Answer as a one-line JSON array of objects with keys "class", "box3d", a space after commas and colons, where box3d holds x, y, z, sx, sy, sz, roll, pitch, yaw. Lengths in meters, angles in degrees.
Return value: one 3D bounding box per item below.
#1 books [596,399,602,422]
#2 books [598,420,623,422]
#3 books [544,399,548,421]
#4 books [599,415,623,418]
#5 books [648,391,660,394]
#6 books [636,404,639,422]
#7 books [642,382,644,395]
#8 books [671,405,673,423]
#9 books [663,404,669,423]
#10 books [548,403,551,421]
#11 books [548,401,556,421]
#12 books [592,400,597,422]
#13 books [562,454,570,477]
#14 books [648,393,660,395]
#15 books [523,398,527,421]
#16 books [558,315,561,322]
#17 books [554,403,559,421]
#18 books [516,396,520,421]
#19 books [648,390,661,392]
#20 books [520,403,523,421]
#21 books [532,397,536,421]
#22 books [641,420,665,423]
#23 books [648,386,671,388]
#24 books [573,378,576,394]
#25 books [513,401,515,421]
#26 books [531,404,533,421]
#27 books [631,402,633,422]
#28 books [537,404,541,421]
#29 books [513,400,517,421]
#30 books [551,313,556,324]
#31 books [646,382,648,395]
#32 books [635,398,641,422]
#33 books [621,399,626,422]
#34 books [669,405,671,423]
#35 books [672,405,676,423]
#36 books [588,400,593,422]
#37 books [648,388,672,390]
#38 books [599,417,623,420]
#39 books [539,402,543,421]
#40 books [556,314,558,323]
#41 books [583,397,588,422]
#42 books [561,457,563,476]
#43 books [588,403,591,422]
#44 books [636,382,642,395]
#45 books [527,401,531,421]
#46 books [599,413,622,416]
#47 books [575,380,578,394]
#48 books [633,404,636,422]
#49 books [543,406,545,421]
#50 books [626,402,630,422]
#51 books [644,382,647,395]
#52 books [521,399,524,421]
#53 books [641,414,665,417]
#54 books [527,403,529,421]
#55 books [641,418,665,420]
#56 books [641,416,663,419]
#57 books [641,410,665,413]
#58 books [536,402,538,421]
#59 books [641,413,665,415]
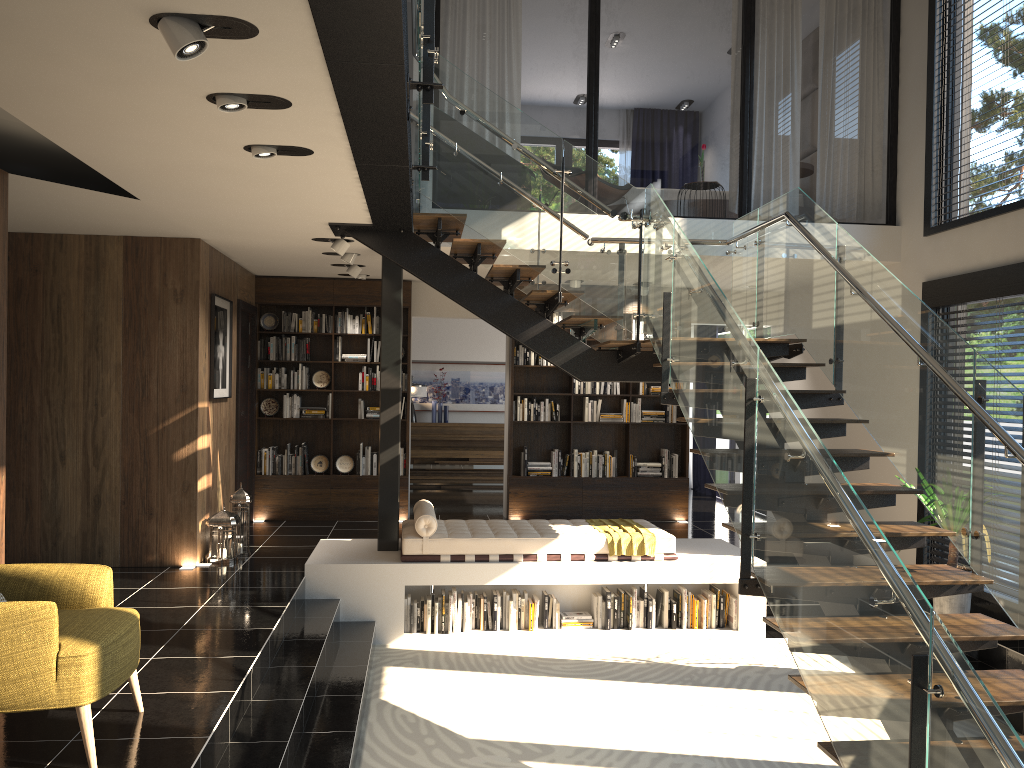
[{"class": "books", "box3d": [0.983, 0.304, 10.225, 0.067, 0.261, 0.159, 1, 0, -6]}, {"class": "books", "box3d": [1.126, 0.425, 10.241, 0.274, 0.025, 0.156, 1, 0, -9]}, {"class": "books", "box3d": [0.389, 0.298, 10.168, 0.029, 0.256, 0.167, 1, 0, -6]}, {"class": "books", "box3d": [1.128, 0.375, 10.235, 0.261, 0.024, 0.167, 1, 0, -9]}, {"class": "books", "box3d": [1.728, 0.100, 10.344, 0.272, 0.021, 0.156, 1, 0, -8]}, {"class": "books", "box3d": [1.429, 0.337, 10.248, 0.026, 0.209, 0.184, 1, 0, -6]}, {"class": "books", "box3d": [1.506, -0.002, 10.312, 0.023, 0.261, 0.146, 1, 0, -6]}, {"class": "books", "box3d": [1.836, 0.325, 10.316, 0.023, 0.246, 0.147, 1, 0, -6]}, {"class": "books", "box3d": [1.787, 0.326, 10.292, 0.030, 0.244, 0.176, 1, 0, -6]}, {"class": "books", "box3d": [0.415, 0.324, 10.196, 0.030, 0.205, 0.170, 1, 0, -6]}, {"class": "books", "box3d": [0.463, 0.309, 10.182, 0.070, 0.236, 0.206, 1, 0, -6]}, {"class": "books", "box3d": [0.935, 0.312, 10.188, 0.036, 0.244, 0.194, 1, 0, -6]}, {"class": "books", "box3d": [0.614, 0.934, 10.234, 0.075, 0.254, 0.181, 1, 0, -6]}, {"class": "books", "box3d": [1.728, 0.121, 10.343, 0.266, 0.021, 0.156, 1, 0, -9]}, {"class": "books", "box3d": [0.147, 0.293, 10.149, 0.029, 0.258, 0.181, 1, 0, -6]}, {"class": "books", "box3d": [0.535, -0.656, 10.179, 0.029, 0.272, 0.173, 1, 0, -6]}, {"class": "books", "box3d": [0.511, 0.323, 10.189, 0.028, 0.210, 0.169, 1, 0, -6]}, {"class": "books", "box3d": [0.068, 0.280, 10.141, 0.028, 0.282, 0.168, 1, 0, -6]}, {"class": "books", "box3d": [1.729, 0.079, 10.339, 0.259, 0.020, 0.167, 1, 0, -8]}, {"class": "books", "box3d": [0.095, 0.321, 10.142, 0.028, 0.199, 0.175, 1, 0, -6]}, {"class": "books", "box3d": [0.248, 0.288, 10.168, 0.029, 0.272, 0.152, 1, 0, -6]}, {"class": "books", "box3d": [1.620, 0.432, 10.281, 0.288, 0.026, 0.175, 1, 0, -2]}, {"class": "books", "box3d": [1.728, 0.039, 10.351, 0.246, 0.021, 0.148, 1, 0, -6]}, {"class": "books", "box3d": [0.703, -0.001, 10.207, 0.030, 0.228, 0.176, 1, 0, -6]}, {"class": "books", "box3d": [0.010, 0.306, 10.165, 0.025, 0.227, 0.156, 1, 0, -6]}, {"class": "books", "box3d": [0.222, 0.325, 10.162, 0.024, 0.197, 0.173, 1, 0, -6]}, {"class": "books", "box3d": [1.372, 0.324, 10.273, 0.025, 0.232, 0.156, 1, 0, -6]}, {"class": "books", "box3d": [0.299, 0.328, 10.181, 0.033, 0.193, 0.172, 1, 0, -6]}, {"class": "books", "box3d": [0.036, 0.301, 10.172, 0.028, 0.237, 0.134, 1, 0, -6]}, {"class": "books", "box3d": [0.472, -0.663, 10.161, 0.030, 0.284, 0.176, 1, 0, -6]}, {"class": "books", "box3d": [1.554, 0.008, 10.332, 0.025, 0.243, 0.119, 1, 1, -6]}, {"class": "books", "box3d": [1.457, 0.303, 10.261, 0.031, 0.277, 0.168, 1, 0, -6]}, {"class": "books", "box3d": [1.290, 0.309, 10.258, 0.026, 0.263, 0.156, 1, 0, -6]}, {"class": "books", "box3d": [1.813, 0.342, 10.305, 0.025, 0.212, 0.168, 1, 0, -6]}, {"class": "books", "box3d": [1.862, 0.323, 10.297, 0.026, 0.251, 0.178, 1, 0, -6]}, {"class": "books", "box3d": [0.900, 0.311, 10.209, 0.030, 0.245, 0.166, 1, 0, -6]}, {"class": "books", "box3d": [1.729, 0.059, 10.337, 0.260, 0.020, 0.167, 1, 0, -8]}, {"class": "books", "box3d": [1.127, 0.399, 10.239, 0.275, 0.025, 0.156, 1, 0, -10]}, {"class": "books", "box3d": [0.332, 0.314, 10.172, 0.030, 0.222, 0.190, 1, 0, -6]}, {"class": "books", "box3d": [0.503, -0.676, 10.175, 0.034, 0.311, 0.149, 1, 1, -6]}, {"class": "books", "box3d": [0.846, 0.291, 10.207, 0.030, 0.284, 0.176, 1, 0, -6]}, {"class": "books", "box3d": [0.563, 0.955, 10.245, 0.023, 0.212, 0.123, 1, 0, -6]}, {"class": "books", "box3d": [0.876, 0.324, 10.175, 0.023, 0.218, 0.196, 1, 0, -6]}, {"class": "books", "box3d": [1.482, 0.018, 10.312, 0.024, 0.219, 0.174, 1, 0, -6]}, {"class": "books", "box3d": [0.196, 0.309, 10.167, 0.028, 0.227, 0.136, 1, 0, -6]}, {"class": "books", "box3d": [1.127, 0.350, 10.240, 0.274, 0.025, 0.156, 1, 0, -3]}, {"class": "books", "box3d": [0.735, -0.022, 10.207, 0.031, 0.272, 0.158, 1, 0, -6]}, {"class": "books", "box3d": [1.400, 0.334, 10.264, 0.029, 0.214, 0.149, 1, 0, -6]}, {"class": "books", "box3d": [0.359, 0.340, 10.187, 0.027, 0.171, 0.146, 1, 0, -6]}, {"class": "books", "box3d": [1.320, 0.325, 10.272, 0.037, 0.232, 0.231, 1, 0, -6]}, {"class": "books", "box3d": [1.531, 0.031, 10.298, 0.026, 0.196, 0.147, 1, 0, -6]}, {"class": "books", "box3d": [0.119, 0.299, 10.164, 0.023, 0.245, 0.159, 1, 0, -6]}, {"class": "books", "box3d": [1.620, 0.364, 10.291, 0.268, 0.022, 0.156, 1, 0, -10]}, {"class": "books", "box3d": [0.171, 0.319, 10.165, 0.022, 0.207, 0.130, 1, 0, -6]}, {"class": "books", "box3d": [1.619, 0.408, 10.293, 0.274, 0.022, 0.156, 1, 0, -9]}, {"class": "books", "box3d": [1.618, 0.386, 10.302, 0.247, 0.022, 0.148, 1, 0, -5]}, {"class": "books", "box3d": [1.620, 0.321, 10.295, 0.272, 0.022, 0.156, 1, 0, -8]}, {"class": "books", "box3d": [0.271, 0.316, 10.184, 0.021, 0.216, 0.170, 1, 0, -6]}, {"class": "books", "box3d": [1.620, 0.343, 10.289, 0.260, 0.021, 0.167, 1, 0, -8]}]
